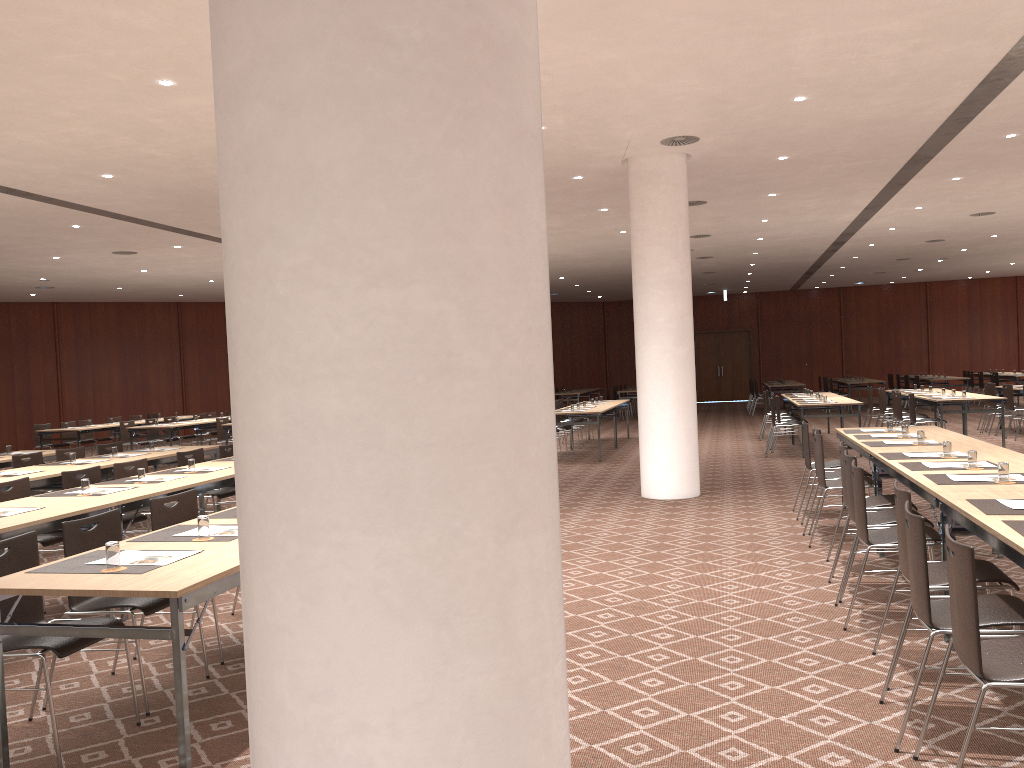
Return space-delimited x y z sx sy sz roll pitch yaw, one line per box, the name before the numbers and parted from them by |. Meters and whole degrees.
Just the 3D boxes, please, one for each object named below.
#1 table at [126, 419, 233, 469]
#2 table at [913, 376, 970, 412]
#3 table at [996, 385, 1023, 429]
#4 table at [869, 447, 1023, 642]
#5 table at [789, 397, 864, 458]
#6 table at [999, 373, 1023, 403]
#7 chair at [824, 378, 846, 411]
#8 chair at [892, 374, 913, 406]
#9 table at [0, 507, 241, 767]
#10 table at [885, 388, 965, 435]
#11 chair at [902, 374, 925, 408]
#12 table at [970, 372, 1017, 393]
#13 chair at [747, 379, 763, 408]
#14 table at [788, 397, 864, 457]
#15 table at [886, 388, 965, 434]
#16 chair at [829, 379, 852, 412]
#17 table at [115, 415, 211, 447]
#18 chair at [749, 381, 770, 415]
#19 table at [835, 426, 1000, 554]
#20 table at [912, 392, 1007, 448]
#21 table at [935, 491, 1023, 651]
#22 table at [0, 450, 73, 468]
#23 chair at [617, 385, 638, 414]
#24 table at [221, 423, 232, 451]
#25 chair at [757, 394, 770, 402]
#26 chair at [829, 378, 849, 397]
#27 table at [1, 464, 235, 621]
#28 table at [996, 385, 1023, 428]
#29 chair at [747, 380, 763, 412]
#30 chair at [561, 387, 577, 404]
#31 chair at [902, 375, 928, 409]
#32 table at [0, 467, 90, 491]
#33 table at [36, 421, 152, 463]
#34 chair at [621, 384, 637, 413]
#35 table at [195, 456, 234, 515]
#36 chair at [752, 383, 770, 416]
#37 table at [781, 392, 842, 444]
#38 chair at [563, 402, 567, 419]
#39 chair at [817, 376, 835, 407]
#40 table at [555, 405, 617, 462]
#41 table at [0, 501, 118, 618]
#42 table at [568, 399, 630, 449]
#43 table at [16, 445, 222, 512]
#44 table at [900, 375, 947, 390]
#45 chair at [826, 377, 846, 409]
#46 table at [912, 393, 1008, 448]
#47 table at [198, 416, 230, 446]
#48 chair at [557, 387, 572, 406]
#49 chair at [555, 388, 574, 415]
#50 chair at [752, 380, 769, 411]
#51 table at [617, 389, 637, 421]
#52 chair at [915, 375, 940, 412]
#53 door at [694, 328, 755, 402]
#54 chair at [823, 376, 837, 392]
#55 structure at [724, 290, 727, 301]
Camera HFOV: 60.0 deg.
table | -6.494 1.186 17.625 0.953 0.833 2.266 -2 1 14
table | 11.478 0.250 23.767 0.953 0.833 2.266 -2 1 14
table | 9.618 0.468 16.050 0.953 0.833 2.266 -2 1 14
table | 3.031 0.949 5.785 0.953 0.833 2.266 -2 1 14
table | 5.202 0.694 14.787 0.953 0.833 2.266 -2 1 14
table | 13.420 0.168 23.296 0.953 0.833 2.266 -2 1 14
chair | 9.047 0.287 25.054 0.614 0.940 0.535 -2 1 13
chair | 11.258 0.178 25.414 0.614 0.940 0.535 -2 1 13
table | -1.427 1.177 4.532 0.953 0.833 2.266 -2 1 14
table | 7.675 0.550 16.521 0.953 0.833 2.266 -2 1 14
chair | 11.111 0.200 24.528 0.614 0.940 0.535 -2 1 16
table | 13.952 0.106 25.502 0.953 0.833 2.266 -2 1 14
chair | 7.635 0.306 27.727 0.614 0.940 0.535 -2 1 15
table | 5.202 0.694 14.787 0.953 0.833 2.266 -2 1 14
table | 7.675 0.550 16.521 0.953 0.833 2.266 -2 1 14
chair | 8.730 0.324 23.741 0.614 0.940 0.535 -2 1 12
table | -7.904 1.205 20.301 0.953 0.833 2.266 -2 1 14
chair | 6.945 0.387 24.865 0.614 0.940 0.535 -2 1 14
table | 3.563 0.887 7.990 0.953 0.833 2.266 -2 1 14
table | 7.144 0.613 14.316 0.953 0.833 2.266 -2 1 14
table | 2.499 1.012 3.579 0.953 0.833 2.266 -2 1 14
table | -6.190 1.297 10.356 0.953 0.833 2.266 -2 1 14
chair | 3.628 0.486 28.060 0.614 0.940 0.535 -2 1 14
table | -4.552 1.104 17.154 0.953 0.833 2.266 -2 1 14
chair | 7.244 0.362 25.523 0.614 0.940 0.535 -2 1 16
chair | 8.946 0.304 24.351 0.614 0.940 0.535 -2 1 14
table | -2.838 1.196 7.208 0.953 0.833 2.266 -2 1 14
table | 9.618 0.468 16.050 0.953 0.833 2.266 -2 1 14
chair | 7.340 0.341 26.503 0.614 0.940 0.535 -2 1 12
chair | 1.819 0.552 29.086 0.614 0.940 0.535 -2 1 11
chair | 10.842 0.222 23.972 0.614 0.940 0.535 -2 1 11
table | -4.780 1.278 7.680 0.953 0.833 2.266 -2 1 14
table | -8.436 1.268 18.096 0.953 0.833 2.266 -2 1 14
chair | 3.821 0.468 28.553 0.614 0.940 0.535 -2 1 16
table | -2.306 1.134 9.414 0.953 0.833 2.266 -2 1 14
chair | 6.870 0.401 24.269 0.614 0.940 0.535 -2 1 15
table | 5.733 0.632 16.992 0.953 0.833 2.266 -2 1 14
chair | 1.283 0.615 26.860 0.614 0.940 0.535 -2 1 14
chair | 9.634 0.223 27.207 0.614 0.940 0.535 -2 1 13
table | 1.275 0.859 15.740 0.953 0.833 2.266 -2 1 14
table | -3.369 1.258 5.003 0.953 0.833 2.266 -2 1 14
table | 1.807 0.797 17.945 0.953 0.833 2.266 -2 1 14
table | -4.248 1.215 9.885 0.953 0.833 2.266 -2 1 14
table | 12.010 0.187 25.973 0.953 0.833 2.266 -2 1 14
chair | 9.383 0.257 25.886 0.614 0.940 0.535 -2 1 15
table | 7.144 0.613 14.316 0.953 0.833 2.266 -2 1 14
table | -5.962 1.124 19.830 0.953 0.833 2.266 -2 1 14
chair | 1.637 0.570 28.519 0.614 0.940 0.535 -2 1 11
chair | 1.587 0.584 27.816 0.614 0.940 0.535 -2 1 12
chair | 7.594 0.321 26.993 0.614 0.940 0.535 -2 1 14
table | 3.667 0.578 25.663 0.953 0.833 2.266 -2 1 14
chair | 10.795 0.238 23.195 0.614 0.940 0.535 -2 1 14
door | 7.788 -0.675 33.149 2.423 2.700 0.200 -2 2 14
chair | 9.559 0.237 26.596 0.614 0.940 0.535 -2 1 12
structure | 7.502 -3.112 31.185 0.105 0.346 0.587 -2 1 14
